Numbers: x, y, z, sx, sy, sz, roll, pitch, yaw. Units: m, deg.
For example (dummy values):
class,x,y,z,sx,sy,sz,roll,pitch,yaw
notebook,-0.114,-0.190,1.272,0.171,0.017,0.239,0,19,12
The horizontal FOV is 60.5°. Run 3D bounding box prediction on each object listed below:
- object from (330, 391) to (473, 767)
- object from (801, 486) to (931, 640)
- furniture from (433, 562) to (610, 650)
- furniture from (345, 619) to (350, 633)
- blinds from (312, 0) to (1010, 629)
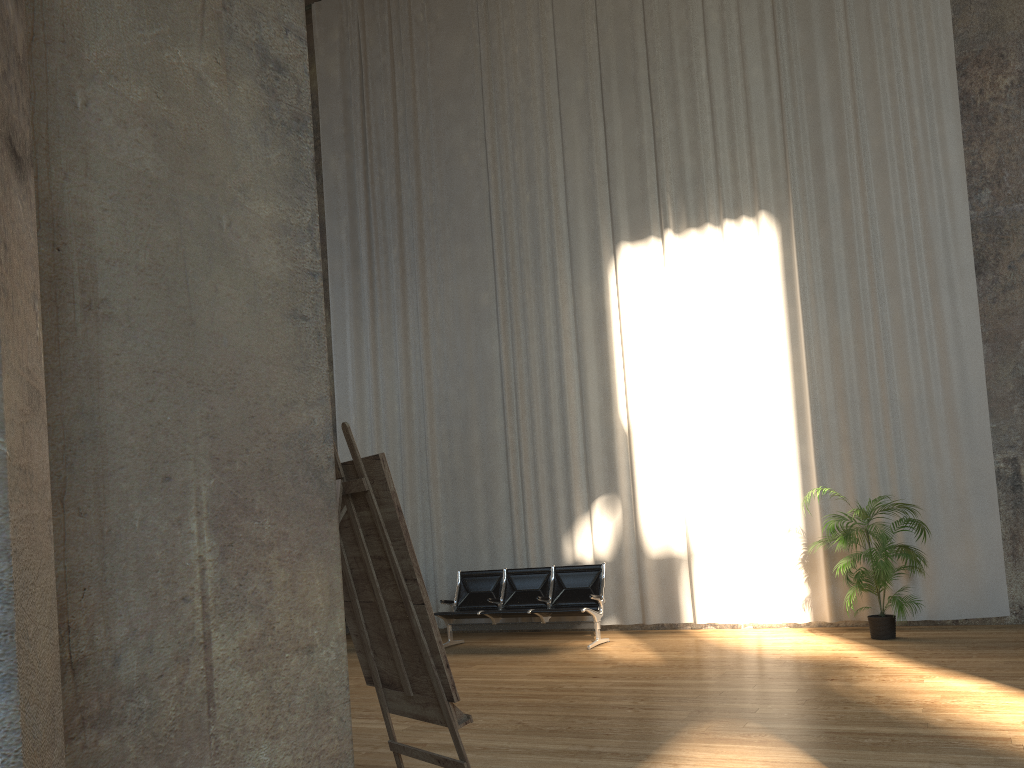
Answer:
class,x,y,z,sx,sy,sz,roll,pitch,yaw
object,-0.583,0.797,3.410,0.683,2.130,0.708,-2,-3,-37
object,3.337,1.653,8.219,1.133,1.445,1.098,-6,-5,18
furniture,0.062,2.411,9.486,1.880,0.836,0.711,-8,-7,27
furniture,-2.060,2.749,10.567,1.880,0.836,0.711,-8,-7,27
blinds,0.929,-1.502,10.232,7.873,8.584,0.275,-7,-3,28
